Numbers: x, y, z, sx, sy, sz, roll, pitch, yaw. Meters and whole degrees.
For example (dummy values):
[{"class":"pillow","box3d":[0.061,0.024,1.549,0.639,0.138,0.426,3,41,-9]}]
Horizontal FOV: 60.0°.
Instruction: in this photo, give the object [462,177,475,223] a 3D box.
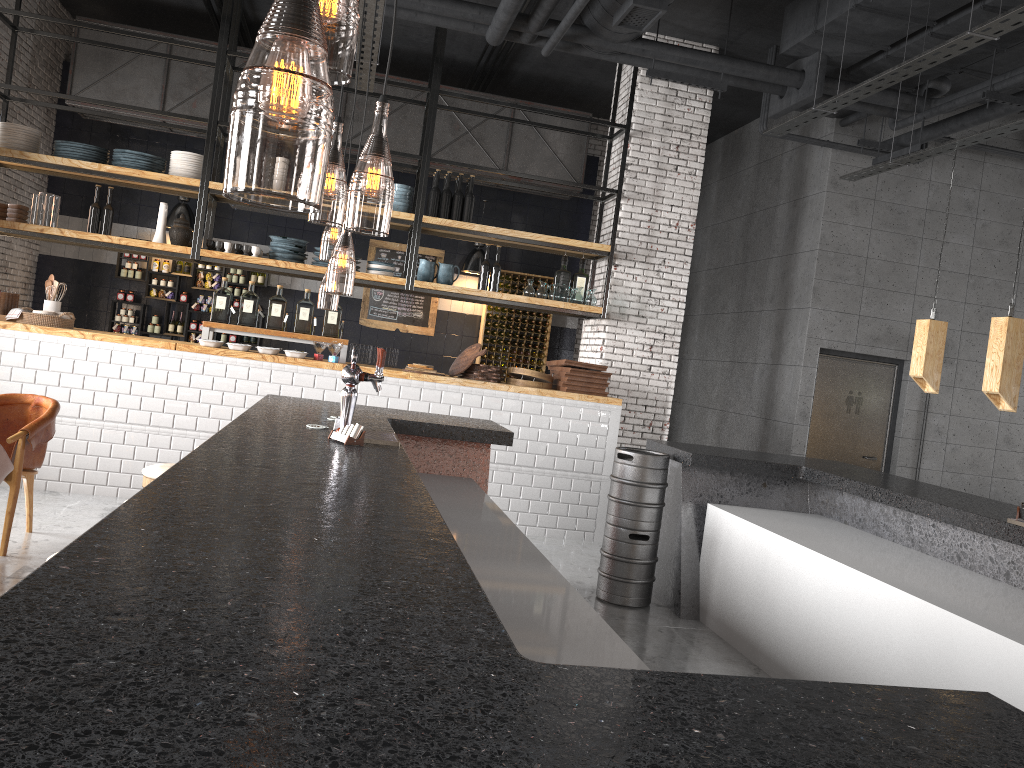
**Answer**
[{"class":"object","box3d":[-0.404,-1.734,8.409,0.098,0.458,0.098,7,0,-33]}]

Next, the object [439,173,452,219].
[{"class":"object","box3d":[-0.618,-1.761,8.367,0.098,0.458,0.098,8,0,11]}]

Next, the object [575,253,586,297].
[{"class":"object","box3d":[0.682,-1.043,8.806,0.140,0.550,0.097,7,0,-7]}]

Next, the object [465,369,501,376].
[{"class":"object","box3d":[-0.300,-0.111,8.206,0.407,0.019,0.458,8,1,3]}]

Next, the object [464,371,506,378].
[{"class":"object","box3d":[-0.280,-0.093,8.226,0.457,0.019,0.407,6,2,-42]}]

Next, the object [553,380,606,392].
[{"class":"object","box3d":[0.610,0.012,8.347,0.405,0.044,0.636,7,2,-9]}]

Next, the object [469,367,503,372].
[{"class":"object","box3d":[-0.257,-0.139,8.227,0.459,0.019,0.406,8,2,31]}]

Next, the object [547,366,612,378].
[{"class":"object","box3d":[0.628,-0.120,8.346,0.405,0.044,0.636,7,2,-18]}]

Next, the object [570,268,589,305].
[{"class":"object","box3d":[0.671,-0.967,8.812,0.156,0.405,0.106,7,0,-7]}]

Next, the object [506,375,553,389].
[{"class":"object","box3d":[0.162,-0.027,8.271,0.437,0.097,0.437,8,1,14]}]

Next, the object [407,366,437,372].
[{"class":"object","box3d":[-0.836,-0.143,8.080,0.214,0.013,0.521,7,2,-15]}]

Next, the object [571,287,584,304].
[{"class":"object","box3d":[0.642,-0.858,8.636,0.118,0.181,0.118,7,1,-27]}]

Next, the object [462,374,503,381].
[{"class":"object","box3d":[-0.255,-0.057,8.224,0.406,0.019,0.459,6,2,-39]}]

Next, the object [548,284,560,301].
[{"class":"object","box3d":[0.413,-0.886,8.559,0.118,0.181,0.118,8,1,22]}]

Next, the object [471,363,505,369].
[{"class":"object","box3d":[-0.277,-0.174,8.222,0.407,0.019,0.457,9,2,36]}]

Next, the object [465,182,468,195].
[{"class":"object","box3d":[-0.455,-1.748,8.674,0.098,0.458,0.098,7,0,-33]}]

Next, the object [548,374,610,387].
[{"class":"object","box3d":[0.616,-0.032,8.347,0.405,0.044,0.636,7,2,-15]}]

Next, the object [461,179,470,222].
[{"class":"object","box3d":[-0.429,-1.741,8.541,0.098,0.458,0.098,7,0,-33]}]

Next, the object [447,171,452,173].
[{"class":"object","box3d":[-0.588,-1.986,8.365,0.046,0.031,0.046,7,1,-33]}]

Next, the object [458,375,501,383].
[{"class":"object","box3d":[-0.275,-0.044,8.228,0.458,0.019,0.406,8,2,24]}]

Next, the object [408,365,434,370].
[{"class":"object","box3d":[-0.826,-0.155,8.083,0.229,0.016,0.557,7,1,-5]}]

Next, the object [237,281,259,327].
[{"class":"object","box3d":[-2.335,-0.712,7.883,0.154,0.404,0.154,7,0,-11]}]

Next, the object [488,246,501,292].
[{"class":"object","box3d":[-0.156,-1.108,8.616,0.098,0.471,0.098,7,0,-4]}]

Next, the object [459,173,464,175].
[{"class":"object","box3d":[-0.479,-1.972,8.387,0.046,0.031,0.046,7,1,-33]}]

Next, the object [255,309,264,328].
[{"class":"object","box3d":[-2.236,-0.577,7.849,0.039,0.164,0.077,8,1,34]}]

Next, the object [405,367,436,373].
[{"class":"object","box3d":[-0.832,-0.130,8.087,0.276,0.019,0.514,7,1,-6]}]

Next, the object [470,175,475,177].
[{"class":"object","box3d":[-0.374,-1.959,8.407,0.046,0.031,0.046,7,1,-19]}]

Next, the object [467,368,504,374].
[{"class":"object","box3d":[-0.285,-0.126,8.221,0.407,0.019,0.457,8,2,32]}]

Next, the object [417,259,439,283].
[{"class":"object","box3d":[-0.803,-1.067,8.475,0.198,0.230,0.166,7,1,-5]}]

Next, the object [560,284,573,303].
[{"class":"object","box3d":[0.528,-0.872,8.595,0.118,0.181,0.118,7,1,-35]}]

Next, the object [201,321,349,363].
[{"class":"object","box3d":[-2.130,-0.205,7.947,1.249,0.551,0.315,7,1,-11]}]

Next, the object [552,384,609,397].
[{"class":"object","box3d":[0.605,0.056,8.347,0.405,0.044,0.636,7,2,-16]}]

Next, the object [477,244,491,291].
[{"class":"object","box3d":[-0.260,-1.121,8.595,0.098,0.471,0.098,7,0,-23]}]

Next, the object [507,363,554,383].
[{"class":"object","box3d":[0.174,-0.093,8.274,0.437,0.154,0.439,8,2,36]}]

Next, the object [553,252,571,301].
[{"class":"object","box3d":[0.500,-1.063,8.761,0.156,0.554,0.106,7,0,-7]}]

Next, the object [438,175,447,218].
[{"class":"object","box3d":[-0.643,-1.768,8.499,0.098,0.458,0.098,8,0,11]}]

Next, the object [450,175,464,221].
[{"class":"object","box3d":[-0.508,-1.748,8.388,0.098,0.458,0.098,7,0,-33]}]

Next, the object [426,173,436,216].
[{"class":"object","box3d":[-0.748,-1.782,8.479,0.098,0.458,0.098,8,0,11]}]

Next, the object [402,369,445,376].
[{"class":"object","box3d":[-0.781,-0.106,8.051,0.407,0.019,0.458,8,2,31]}]

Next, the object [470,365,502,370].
[{"class":"object","box3d":[-0.261,-0.156,8.227,0.458,0.019,0.406,8,2,22]}]

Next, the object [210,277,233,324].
[{"class":"object","box3d":[-2.562,-0.741,7.847,0.154,0.404,0.154,7,0,-11]}]

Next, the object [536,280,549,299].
[{"class":"object","box3d":[0.292,-0.902,8.544,0.118,0.181,0.118,8,1,38]}]

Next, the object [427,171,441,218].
[{"class":"object","box3d":[-0.722,-1.775,8.346,0.098,0.458,0.098,8,0,11]}]

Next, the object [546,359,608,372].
[{"class":"object","box3d":[0.595,-0.168,8.274,0.406,0.094,0.637,7,2,-14]}]

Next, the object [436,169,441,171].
[{"class":"object","box3d":[-0.693,-1.999,8.345,0.046,0.031,0.046,7,1,-33]}]

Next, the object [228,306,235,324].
[{"class":"object","box3d":[-2.464,-0.605,7.787,0.032,0.164,0.080,7,1,-40]}]

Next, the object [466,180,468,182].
[{"class":"object","box3d":[-0.425,-1.972,8.673,0.046,0.031,0.046,7,1,-19]}]

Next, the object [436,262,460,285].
[{"class":"object","box3d":[-0.628,-1.045,8.496,0.165,0.230,0.199,7,1,-40]}]

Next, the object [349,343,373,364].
[{"class":"object","box3d":[-1.354,-0.272,7.938,0.181,0.168,0.170,7,1,-1]}]

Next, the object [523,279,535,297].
[{"class":"object","box3d":[0.169,-0.918,8.539,0.118,0.181,0.118,8,1,43]}]

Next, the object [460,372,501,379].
[{"class":"object","box3d":[-0.275,-0.076,8.227,0.458,0.019,0.406,8,2,17]}]

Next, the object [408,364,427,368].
[{"class":"object","box3d":[-0.836,-0.166,7.986,0.172,0.010,0.368,7,1,-1]}]

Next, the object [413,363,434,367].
[{"class":"object","box3d":[-0.783,-0.167,7.927,0.184,0.011,0.254,8,2,10]}]

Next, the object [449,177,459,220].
[{"class":"object","box3d":[-0.534,-1.755,8.521,0.098,0.458,0.098,7,0,-33]}]

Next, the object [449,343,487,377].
[{"class":"object","box3d":[-0.412,-0.217,8.086,0.241,0.338,0.488,7,1,-25]}]

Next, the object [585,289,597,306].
[{"class":"object","box3d":[0.771,-0.841,8.608,0.118,0.181,0.118,8,1,13]}]

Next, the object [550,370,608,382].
[{"class":"object","box3d":[0.622,-0.076,8.346,0.405,0.044,0.636,7,2,-11]}]

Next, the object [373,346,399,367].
[{"class":"object","box3d":[-1.150,-0.249,8.071,0.181,0.168,0.170,7,1,-31]}]
